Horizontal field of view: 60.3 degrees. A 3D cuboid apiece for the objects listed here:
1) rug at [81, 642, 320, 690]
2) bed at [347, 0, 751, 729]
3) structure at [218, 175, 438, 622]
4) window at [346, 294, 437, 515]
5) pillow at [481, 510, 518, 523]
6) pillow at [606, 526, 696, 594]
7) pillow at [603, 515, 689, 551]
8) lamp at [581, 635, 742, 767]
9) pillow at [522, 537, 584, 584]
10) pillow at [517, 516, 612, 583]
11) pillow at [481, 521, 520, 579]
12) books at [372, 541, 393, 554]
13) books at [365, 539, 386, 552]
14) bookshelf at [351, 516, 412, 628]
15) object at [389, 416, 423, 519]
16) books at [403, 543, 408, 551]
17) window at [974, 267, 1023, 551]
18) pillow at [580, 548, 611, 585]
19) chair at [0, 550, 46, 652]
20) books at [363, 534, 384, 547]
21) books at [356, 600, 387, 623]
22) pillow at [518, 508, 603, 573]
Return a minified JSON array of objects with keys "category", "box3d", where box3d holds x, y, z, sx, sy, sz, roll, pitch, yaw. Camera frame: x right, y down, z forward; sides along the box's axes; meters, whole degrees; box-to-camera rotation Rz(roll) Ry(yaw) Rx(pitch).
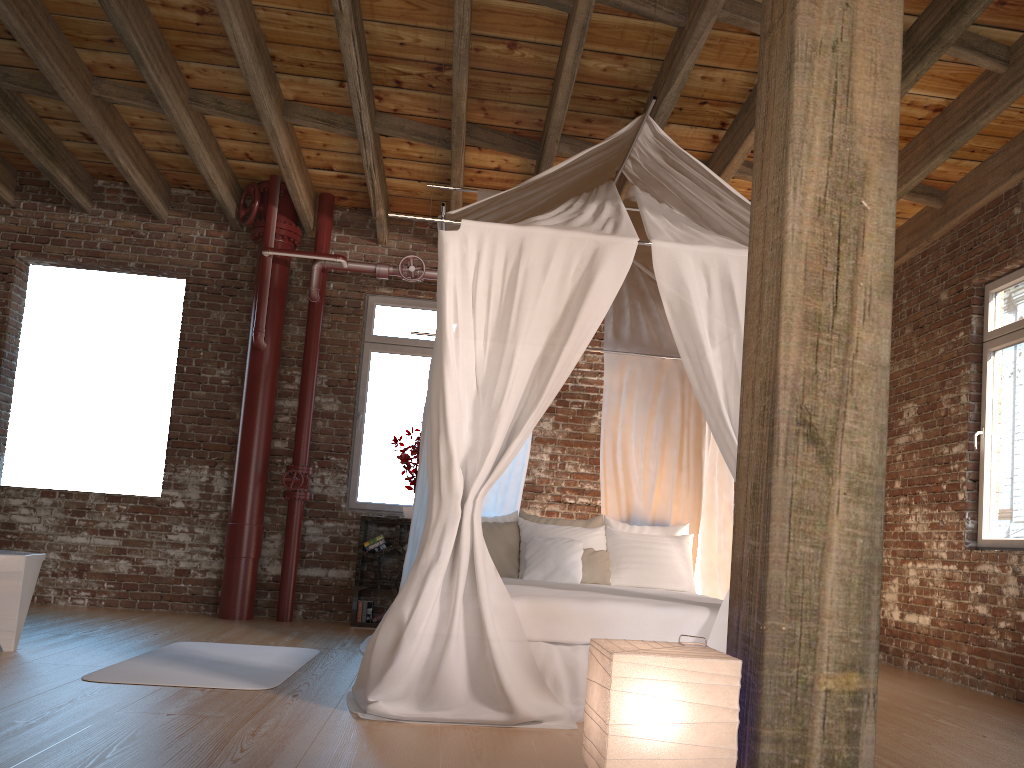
[{"category":"rug","box3d":[-1.520,1.438,4.565,0.854,0.007,1.459,5,-10,-3]},{"category":"bed","box3d":[0.490,-0.278,5.025,2.482,3.851,2.708,5,-7,-5]},{"category":"structure","box3d":[-1.289,0.127,6.879,1.988,3.437,0.584,5,-6,-7]},{"category":"window","box3d":[-0.654,0.193,7.328,1.337,1.834,0.170,5,-6,-6]},{"category":"pillow","box3d":[-0.261,1.063,5.869,0.629,0.489,0.202,5,-6,-6]},{"category":"pillow","box3d":[0.917,1.169,5.813,0.624,0.429,0.297,5,-7,-5]},{"category":"pillow","box3d":[0.905,1.158,6.011,0.627,0.495,0.210,5,-6,-6]},{"category":"lamp","box3d":[0.448,0.940,1.669,0.360,0.773,1.395,5,-9,-11]},{"category":"pillow","box3d":[0.258,1.108,5.556,0.380,0.289,0.219,4,-7,3]},{"category":"pillow","box3d":[0.333,1.080,5.742,0.609,0.400,0.353,5,-8,-8]},{"category":"pillow","box3d":[-0.250,1.064,5.671,0.610,0.411,0.363,5,-8,-8]},{"category":"books","box3d":[-1.007,1.273,6.872,0.156,0.113,0.136,5,-8,-5]},{"category":"books","box3d":[-1.063,1.256,6.867,0.153,0.108,0.136,5,-8,-5]},{"category":"bookshelf","box3d":[-0.787,1.493,6.951,0.851,0.839,0.297,5,-6,-6]},{"category":"object","box3d":[-0.785,0.657,7.009,0.415,0.833,0.400,5,-6,-9]},{"category":"books","box3d":[-0.731,1.253,6.908,0.242,0.164,0.136,5,-7,-6]},{"category":"window","box3d":[3.203,0.102,5.299,0.170,1.834,1.335,5,-7,-3]},{"category":"pillow","box3d":[0.493,1.158,5.616,0.287,0.232,0.164,5,-7,-7]},{"category":"chair","box3d":[-2.806,1.118,4.599,0.636,0.486,0.523,11,-11,-41]},{"category":"books","box3d":[-1.073,1.220,6.869,0.153,0.108,0.136,5,-8,-5]},{"category":"books","box3d":[-1.068,1.764,6.823,0.248,0.158,0.136,5,-7,-6]},{"category":"pillow","box3d":[0.314,1.100,5.944,0.628,0.491,0.211,5,-6,-6]}]
